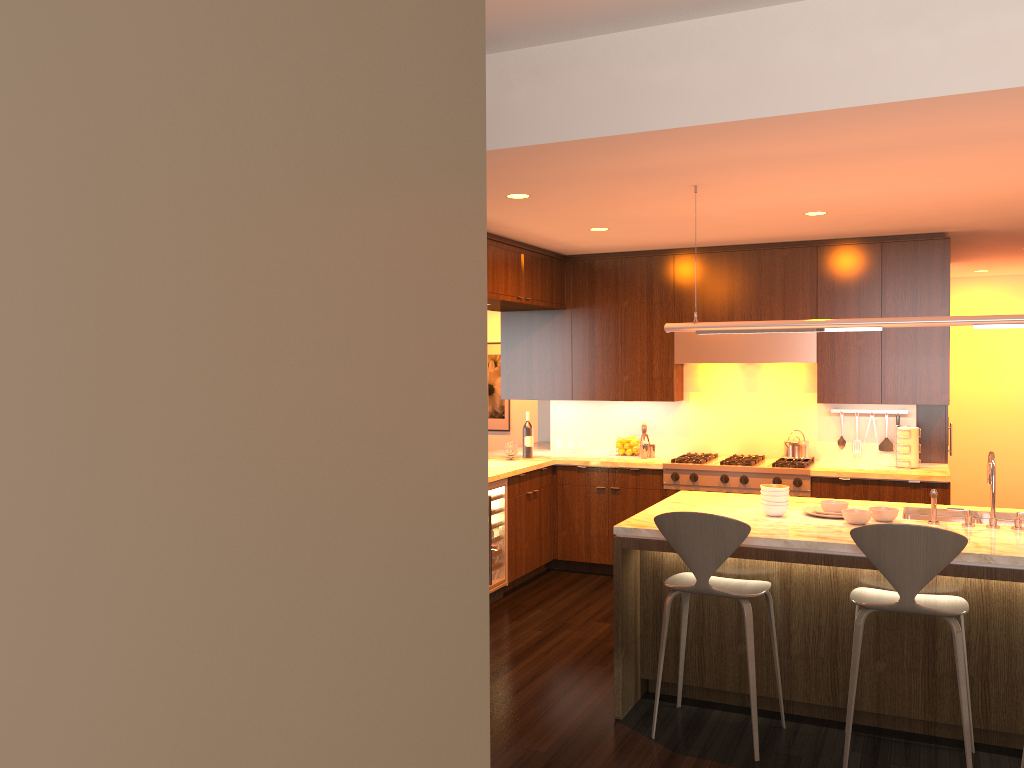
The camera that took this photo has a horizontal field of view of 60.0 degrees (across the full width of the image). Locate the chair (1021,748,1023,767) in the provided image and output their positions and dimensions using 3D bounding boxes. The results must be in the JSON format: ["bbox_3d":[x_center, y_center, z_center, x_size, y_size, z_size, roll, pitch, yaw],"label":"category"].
[{"bbox_3d":[2.244,1.069,3.233,0.520,1.047,0.506,0,1,0],"label":"chair"}]

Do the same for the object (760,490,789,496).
[{"bbox_3d":[1.310,0.559,4.420,0.140,0.064,0.139,0,1,-1],"label":"object"}]

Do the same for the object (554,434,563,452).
[{"bbox_3d":[0.404,0.514,7.698,0.079,0.154,0.079,0,1,8],"label":"object"}]

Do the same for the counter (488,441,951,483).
[{"bbox_3d":[1.248,0.629,6.592,3.616,0.038,3.187,0,1,25],"label":"counter"}]

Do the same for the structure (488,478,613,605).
[{"bbox_3d":[1.283,1.092,6.657,3.400,0.862,3.060,0,1,25],"label":"structure"}]

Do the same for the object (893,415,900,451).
[{"bbox_3d":[2.878,0.374,6.614,0.063,0.281,0.063,0,1,2],"label":"object"}]

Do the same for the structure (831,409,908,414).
[{"bbox_3d":[2.697,0.208,6.702,0.541,0.031,0.048,0,1,28],"label":"structure"}]

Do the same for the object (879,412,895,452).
[{"bbox_3d":[2.814,0.359,6.661,0.112,0.303,0.036,0,1,25],"label":"object"}]

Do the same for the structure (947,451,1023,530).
[{"bbox_3d":[2.241,0.488,4.085,0.321,0.341,0.310,-1,1,-27],"label":"structure"}]

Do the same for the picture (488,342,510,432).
[{"bbox_3d":[-0.213,0.036,11.967,0.398,1.200,0.012,0,1,25],"label":"picture"}]

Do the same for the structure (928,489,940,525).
[{"bbox_3d":[1.984,0.577,4.170,0.050,0.161,0.067,0,1,25],"label":"structure"}]

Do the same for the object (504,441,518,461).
[{"bbox_3d":[-0.008,0.532,7.062,0.112,0.151,0.112,1,2,43],"label":"object"}]

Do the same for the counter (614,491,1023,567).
[{"bbox_3d":[1.975,0.677,4.169,2.711,0.038,1.280,0,1,25],"label":"counter"}]

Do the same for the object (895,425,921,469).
[{"bbox_3d":[2.848,0.453,6.397,0.168,0.304,0.160,-1,1,-21],"label":"object"}]

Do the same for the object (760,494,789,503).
[{"bbox_3d":[1.310,0.581,4.420,0.140,0.062,0.139,0,1,25],"label":"object"}]

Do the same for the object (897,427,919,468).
[{"bbox_3d":[2.851,0.455,6.388,0.144,0.286,0.149,0,1,7],"label":"object"}]

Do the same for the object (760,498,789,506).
[{"bbox_3d":[1.310,0.603,4.422,0.140,0.068,0.139,0,1,8],"label":"object"}]

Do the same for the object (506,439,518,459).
[{"bbox_3d":[-0.005,0.528,7.216,0.112,0.151,0.112,1,2,43],"label":"object"}]

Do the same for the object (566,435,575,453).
[{"bbox_3d":[0.501,0.514,7.651,0.079,0.154,0.079,0,1,8],"label":"object"}]

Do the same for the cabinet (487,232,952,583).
[{"bbox_3d":[1.624,0.056,5.105,5.521,2.997,7.728,0,1,25],"label":"cabinet"}]

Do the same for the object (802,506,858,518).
[{"bbox_3d":[1.613,0.644,4.437,0.310,0.021,0.309,0,1,25],"label":"object"}]

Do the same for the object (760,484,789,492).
[{"bbox_3d":[1.309,0.537,4.420,0.140,0.062,0.139,0,1,33],"label":"object"}]

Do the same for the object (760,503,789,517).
[{"bbox_3d":[1.310,0.627,4.422,0.140,0.059,0.139,0,1,16],"label":"object"}]

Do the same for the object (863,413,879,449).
[{"bbox_3d":[2.707,0.351,6.693,0.114,0.271,0.008,0,1,25],"label":"object"}]

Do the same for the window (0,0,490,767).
[{"bbox_3d":[0.278,-0.015,0.038,2.310,2.201,0.152,0,1,26],"label":"window"}]

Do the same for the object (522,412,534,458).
[{"bbox_3d":[0.129,0.414,7.227,0.095,0.378,0.094,-1,2,-40],"label":"object"}]

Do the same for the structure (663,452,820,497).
[{"bbox_3d":[1.789,0.588,6.854,1.067,0.422,0.824,0,1,25],"label":"structure"}]

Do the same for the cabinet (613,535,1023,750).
[{"bbox_3d":[1.977,1.134,4.179,2.713,0.876,1.281,0,1,25],"label":"cabinet"}]

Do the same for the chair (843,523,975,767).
[{"bbox_3d":[1.643,1.062,3.682,0.520,1.047,0.506,0,1,25],"label":"chair"}]

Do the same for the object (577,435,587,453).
[{"bbox_3d":[0.600,0.515,7.603,0.079,0.154,0.079,0,1,8],"label":"object"}]

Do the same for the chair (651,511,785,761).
[{"bbox_3d":[0.907,1.060,3.979,0.520,1.047,0.506,0,1,30],"label":"chair"}]
